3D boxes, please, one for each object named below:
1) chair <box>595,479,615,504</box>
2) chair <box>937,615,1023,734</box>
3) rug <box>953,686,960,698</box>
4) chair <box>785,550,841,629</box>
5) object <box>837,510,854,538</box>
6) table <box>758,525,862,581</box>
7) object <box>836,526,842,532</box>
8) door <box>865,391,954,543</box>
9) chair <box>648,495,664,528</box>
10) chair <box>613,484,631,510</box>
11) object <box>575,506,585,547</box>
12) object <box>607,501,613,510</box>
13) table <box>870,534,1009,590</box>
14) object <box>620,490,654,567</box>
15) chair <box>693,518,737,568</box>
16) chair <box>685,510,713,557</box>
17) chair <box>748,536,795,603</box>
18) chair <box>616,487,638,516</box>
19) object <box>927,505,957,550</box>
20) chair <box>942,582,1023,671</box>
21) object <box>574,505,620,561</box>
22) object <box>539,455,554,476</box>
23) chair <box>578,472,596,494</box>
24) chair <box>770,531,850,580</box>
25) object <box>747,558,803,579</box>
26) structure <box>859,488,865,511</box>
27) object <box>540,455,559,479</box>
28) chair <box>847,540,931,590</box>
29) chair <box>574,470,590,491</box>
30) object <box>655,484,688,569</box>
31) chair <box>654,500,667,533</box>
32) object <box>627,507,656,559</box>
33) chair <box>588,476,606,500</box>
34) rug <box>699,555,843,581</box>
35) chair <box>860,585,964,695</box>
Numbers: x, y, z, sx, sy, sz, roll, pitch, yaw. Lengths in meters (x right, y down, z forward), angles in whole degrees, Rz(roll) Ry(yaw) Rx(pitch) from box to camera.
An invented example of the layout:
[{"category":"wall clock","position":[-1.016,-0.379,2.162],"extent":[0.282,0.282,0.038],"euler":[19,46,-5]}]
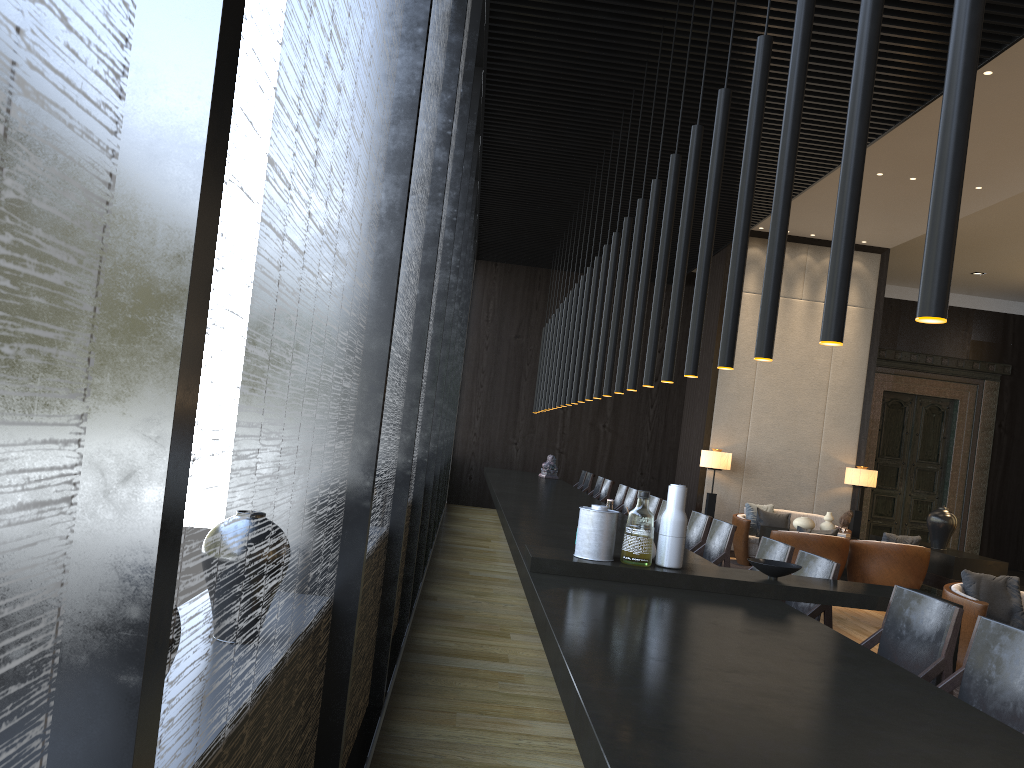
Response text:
[{"category":"chair","position":[0.929,1.542,10.680],"extent":[0.563,0.827,0.526],"euler":[7,-1,-3]},{"category":"chair","position":[1.323,1.141,2.696],"extent":[0.563,0.827,0.526],"euler":[7,-1,-3]},{"category":"rug","position":[3.582,1.945,4.884],"extent":[1.958,0.008,2.243],"euler":[7,-3,-3]},{"category":"chair","position":[1.245,1.220,4.283],"extent":[0.563,0.827,0.526],"euler":[7,-1,-3]},{"category":"object","position":[3.757,1.579,10.017],"extent":[0.173,0.309,0.230],"euler":[6,-1,43]},{"category":"table","position":[3.407,1.958,10.091],"extent":[1.042,0.517,0.576],"euler":[7,-2,-3]},{"category":"object","position":[3.741,1.684,10.155],"extent":[0.092,0.112,0.091],"euler":[8,-2,-40]},{"category":"door","position":[6.555,1.512,14.676],"extent":[1.287,2.697,0.052],"euler":[7,0,-3]},{"category":"chair","position":[1.060,1.409,8.029],"extent":[0.563,0.827,0.526],"euler":[7,-1,-3]},{"category":"chair","position":[0.981,1.490,9.642],"extent":[0.563,0.827,0.526],"euler":[7,-1,-3]},{"category":"object","position":[0.311,0.631,3.843],"extent":[0.056,0.197,0.056],"euler":[7,0,-1]},{"category":"object","position":[0.409,0.620,3.808],"extent":[0.067,0.237,0.067],"euler":[7,0,-9]},{"category":"table","position":[4.786,2.123,10.134],"extent":[0.620,0.512,1.961],"euler":[7,-3,-2]},{"category":"object","position":[0.527,0.592,3.650],"extent":[0.129,0.305,0.129],"euler":[7,0,-17]},{"category":"chair","position":[1.166,1.300,5.869],"extent":[0.563,0.827,0.526],"euler":[7,-1,-3]},{"category":"chair","position":[1.138,1.329,6.443],"extent":[0.563,0.827,0.526],"euler":[7,-1,-3]},{"category":"chair","position":[1.216,1.249,4.857],"extent":[0.563,0.827,0.526],"euler":[7,-1,-3]},{"category":"chair","position":[1.009,1.461,9.067],"extent":[0.563,0.827,0.526],"euler":[7,-1,-3]},{"category":"object","position":[4.832,1.612,9.966],"extent":[0.312,0.493,0.311],"euler":[7,-1,-14]},{"category":"chair","position":[3.156,1.643,5.748],"extent":[0.804,0.604,0.606],"euler":[7,-2,-3]},{"category":"object","position":[0.354,0.616,3.694],"extent":[0.169,0.219,0.169],"euler":[7,-1,-7]},{"category":"object","position":[0.512,1.129,12.208],"extent":[0.208,0.313,0.164],"euler":[7,-1,22]},{"category":"chair","position":[0.850,1.623,12.292],"extent":[0.563,0.827,0.526],"euler":[7,-1,-3]},{"category":"chair","position":[3.075,1.824,9.136],"extent":[0.804,0.604,0.606],"euler":[7,-2,-3]},{"category":"object","position":[1.107,0.790,3.742],"extent":[0.227,0.067,0.228],"euler":[7,-3,0]},{"category":"structure","position":[4.576,1.858,12.043],"extent":[0.240,1.218,0.240],"euler":[7,0,-3]},{"category":"object","position":[0.519,1.117,11.957],"extent":[0.208,0.310,0.162],"euler":[7,-1,-23]},{"category":"chair","position":[3.923,1.928,9.179],"extent":[0.804,0.604,0.606],"euler":[7,-2,-3]},{"category":"chair","position":[0.822,1.652,12.866],"extent":[0.563,0.827,0.526],"euler":[7,-1,-3]},{"category":"object","position":[0.675,0.592,3.701],"extent":[0.113,0.344,0.113],"euler":[7,0,-7]},{"category":"chair","position":[1.088,1.380,7.455],"extent":[0.563,0.827,0.526],"euler":[7,-1,-3]},{"category":"object","position":[0.563,0.649,3.820],"extent":[0.136,0.217,0.135],"euler":[7,-1,-16]},{"category":"chair","position":[0.901,1.571,11.254],"extent":[0.563,0.827,0.526],"euler":[7,-1,-3]},{"category":"rug","position":[3.329,2.204,10.022],"extent":[2.041,0.008,2.243],"euler":[7,-3,-3]},{"category":"chair","position":[1.294,1.169,3.271],"extent":[0.563,0.827,0.526],"euler":[7,-1,-3]}]
